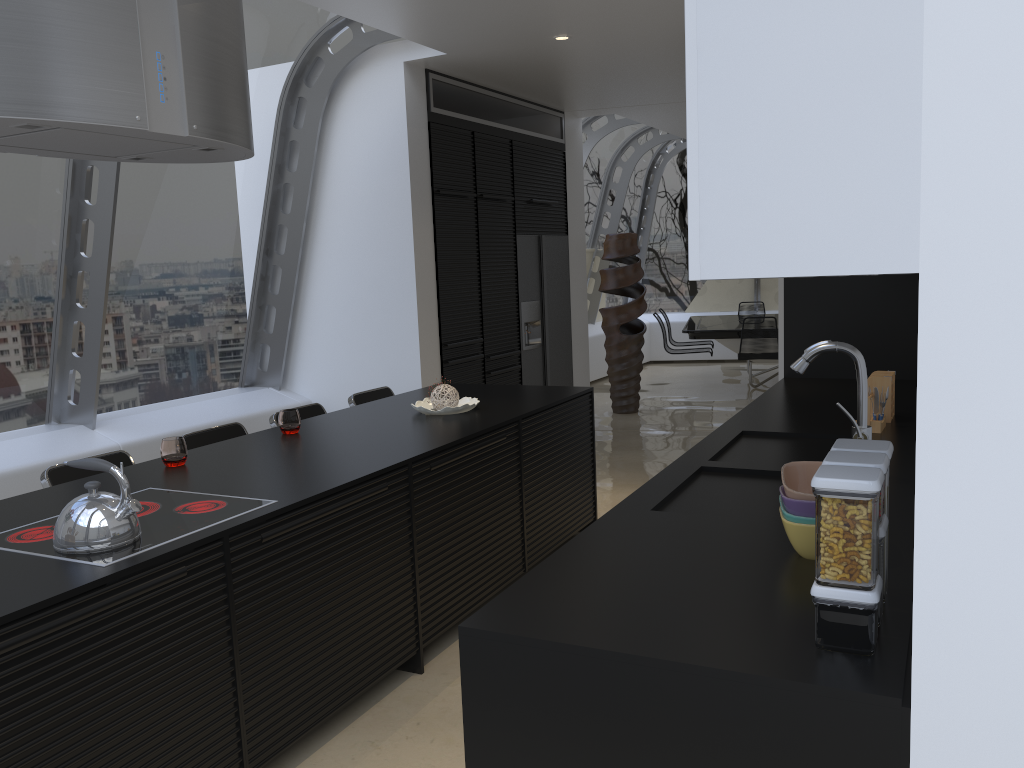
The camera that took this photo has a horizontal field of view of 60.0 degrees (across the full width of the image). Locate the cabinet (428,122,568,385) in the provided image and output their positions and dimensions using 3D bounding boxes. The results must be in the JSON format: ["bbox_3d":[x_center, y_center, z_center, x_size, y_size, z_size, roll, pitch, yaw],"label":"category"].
[{"bbox_3d":[-0.330,-0.685,7.383,0.831,2.558,2.252,2,9,28],"label":"cabinet"}]

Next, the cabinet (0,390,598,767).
[{"bbox_3d":[-0.814,0.700,3.612,1.007,0.838,3.800,1,9,26],"label":"cabinet"}]

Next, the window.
[{"bbox_3d":[5.191,-0.809,5.291,16.171,3.674,16.693,0,8,20],"label":"window"}]

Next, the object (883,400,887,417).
[{"bbox_3d":[1.479,0.113,3.534,0.044,0.178,0.019,-1,8,12],"label":"object"}]

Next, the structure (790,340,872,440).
[{"bbox_3d":[1.005,0.130,2.809,0.248,0.536,0.115,1,8,25],"label":"structure"}]

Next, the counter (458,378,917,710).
[{"bbox_3d":[1.083,0.241,3.230,0.804,0.025,3.738,1,9,26],"label":"counter"}]

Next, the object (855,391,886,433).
[{"bbox_3d":[1.414,0.125,3.500,0.100,0.170,0.173,2,9,29],"label":"object"}]

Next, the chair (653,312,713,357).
[{"bbox_3d":[2.046,-0.599,10.602,0.688,0.519,0.446,-1,8,14],"label":"chair"}]

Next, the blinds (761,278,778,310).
[{"bbox_3d":[4.360,-1.575,12.898,1.430,1.027,0.329,-1,8,14],"label":"blinds"}]

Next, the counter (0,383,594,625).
[{"bbox_3d":[-0.832,0.276,3.555,1.006,0.018,3.800,1,9,26],"label":"counter"}]

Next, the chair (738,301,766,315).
[{"bbox_3d":[3.258,-0.842,12.027,0.446,0.519,0.688,-1,8,14],"label":"chair"}]

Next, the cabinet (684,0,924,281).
[{"bbox_3d":[1.261,-0.677,2.996,0.343,0.515,3.741,1,9,26],"label":"cabinet"}]

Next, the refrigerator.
[{"bbox_3d":[0.223,-0.423,7.815,0.234,1.742,1.006,1,9,27],"label":"refrigerator"}]

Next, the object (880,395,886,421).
[{"bbox_3d":[1.458,0.118,3.502,0.019,0.178,0.044,-3,8,-8],"label":"object"}]

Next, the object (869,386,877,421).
[{"bbox_3d":[1.436,0.101,3.540,0.040,0.192,0.042,-6,8,-25],"label":"object"}]

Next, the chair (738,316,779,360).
[{"bbox_3d":[2.674,-0.492,9.605,0.446,0.519,0.688,-1,8,14],"label":"chair"}]

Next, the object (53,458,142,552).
[{"bbox_3d":[-1.143,0.315,2.426,0.221,0.230,0.221,-7,9,-31],"label":"object"}]

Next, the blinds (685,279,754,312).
[{"bbox_3d":[2.747,-1.056,13.530,1.829,2.118,0.663,-1,8,14],"label":"blinds"}]

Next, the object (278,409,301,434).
[{"bbox_3d":[-0.991,0.168,3.954,0.095,0.106,0.095,1,8,25],"label":"object"}]

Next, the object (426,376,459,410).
[{"bbox_3d":[-0.330,0.056,4.402,0.165,0.191,0.190,-8,9,-35],"label":"object"}]

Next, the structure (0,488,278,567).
[{"bbox_3d":[-1.123,0.424,2.617,0.562,0.041,0.640,1,9,26],"label":"structure"}]

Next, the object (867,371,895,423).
[{"bbox_3d":[1.538,0.066,3.709,0.104,0.223,0.200,2,9,27],"label":"object"}]

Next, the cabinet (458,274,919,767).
[{"bbox_3d":[1.373,-0.457,3.777,0.831,2.901,5.157,1,9,26],"label":"cabinet"}]

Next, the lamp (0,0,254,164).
[{"bbox_3d":[-1.192,-1.142,2.405,0.606,0.966,1.112,1,9,26],"label":"lamp"}]

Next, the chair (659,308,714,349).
[{"bbox_3d":[2.261,-0.728,11.493,0.688,0.519,0.446,-1,8,14],"label":"chair"}]

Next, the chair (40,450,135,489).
[{"bbox_3d":[-1.536,0.726,3.565,0.460,0.857,0.418,2,9,27],"label":"chair"}]

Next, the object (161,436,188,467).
[{"bbox_3d":[-1.286,0.259,3.374,0.095,0.106,0.095,-9,10,-42],"label":"object"}]

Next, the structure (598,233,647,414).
[{"bbox_3d":[1.137,-0.609,9.076,0.493,1.843,0.498,1,8,25],"label":"structure"}]

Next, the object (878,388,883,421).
[{"bbox_3d":[1.463,0.105,3.526,0.023,0.196,0.018,1,8,22],"label":"object"}]

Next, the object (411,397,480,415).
[{"bbox_3d":[-0.329,0.117,4.398,0.334,0.078,0.329,-1,8,14],"label":"object"}]

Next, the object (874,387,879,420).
[{"bbox_3d":[1.443,0.107,3.515,0.019,0.196,0.022,0,8,16],"label":"object"}]

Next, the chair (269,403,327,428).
[{"bbox_3d":[-0.952,0.552,4.681,0.460,0.857,0.418,2,9,27],"label":"chair"}]

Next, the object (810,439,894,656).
[{"bbox_3d":[0.654,0.295,1.694,0.113,0.315,0.365,1,9,27],"label":"object"}]

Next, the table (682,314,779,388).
[{"bbox_3d":[3.651,-0.401,10.696,3.031,0.759,2.494,-1,8,14],"label":"table"}]

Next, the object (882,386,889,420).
[{"bbox_3d":[1.480,0.102,3.518,0.040,0.192,0.042,-6,8,-26],"label":"object"}]

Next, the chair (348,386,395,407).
[{"bbox_3d":[-0.653,0.462,5.253,0.460,0.857,0.418,2,9,27],"label":"chair"}]

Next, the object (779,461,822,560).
[{"bbox_3d":[0.721,0.301,2.069,0.185,0.205,0.205,0,8,15],"label":"object"}]

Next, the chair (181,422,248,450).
[{"bbox_3d":[-1.229,0.634,4.152,0.460,0.857,0.418,2,9,27],"label":"chair"}]
